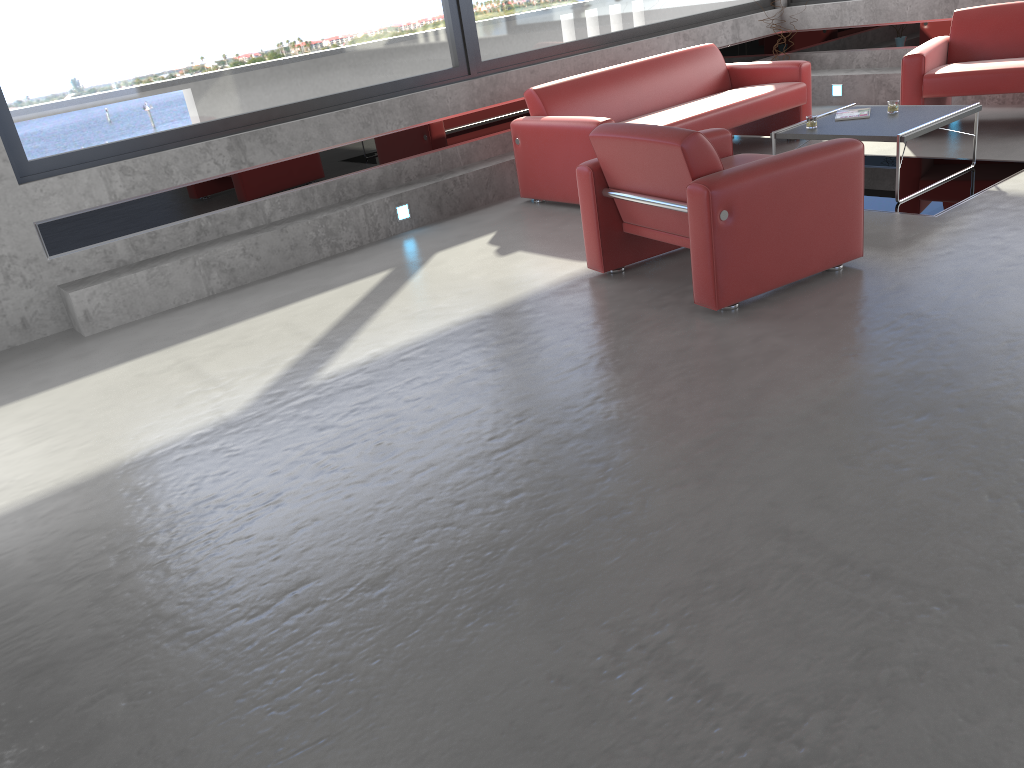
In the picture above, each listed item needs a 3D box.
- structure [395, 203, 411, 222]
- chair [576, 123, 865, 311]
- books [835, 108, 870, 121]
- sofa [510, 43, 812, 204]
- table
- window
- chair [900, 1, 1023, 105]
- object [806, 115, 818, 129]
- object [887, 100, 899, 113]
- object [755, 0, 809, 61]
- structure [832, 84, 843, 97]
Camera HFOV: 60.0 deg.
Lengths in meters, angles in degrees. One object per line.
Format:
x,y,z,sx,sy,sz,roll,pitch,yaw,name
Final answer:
-0.858,-1.353,6.991,0.123,0.123,0.004,-25,28,-32,structure
1.140,-1.086,4.881,1.130,0.854,1.196,-20,26,-23,chair
2.458,-1.950,6.393,0.228,0.022,0.326,1,26,22,books
1.339,-2.270,7.443,2.626,0.854,1.120,-25,28,-32,sofa
2.539,-1.647,6.222,1.018,0.436,0.994,-25,28,-32,table
-0.300,-3.399,7.453,7.800,1.364,0.003,-25,28,-32,window
3.893,-2.580,7.186,1.196,0.854,1.130,9,30,36,chair
2.092,-1.828,6.189,0.079,0.077,0.079,8,29,34,object
2.684,-1.952,6.246,0.079,0.077,0.079,-21,26,-25,object
2.656,-3.289,8.776,0.466,1.289,0.531,-19,26,-21,object
3.365,-3.038,9.176,0.004,0.123,0.123,-25,28,-32,structure
